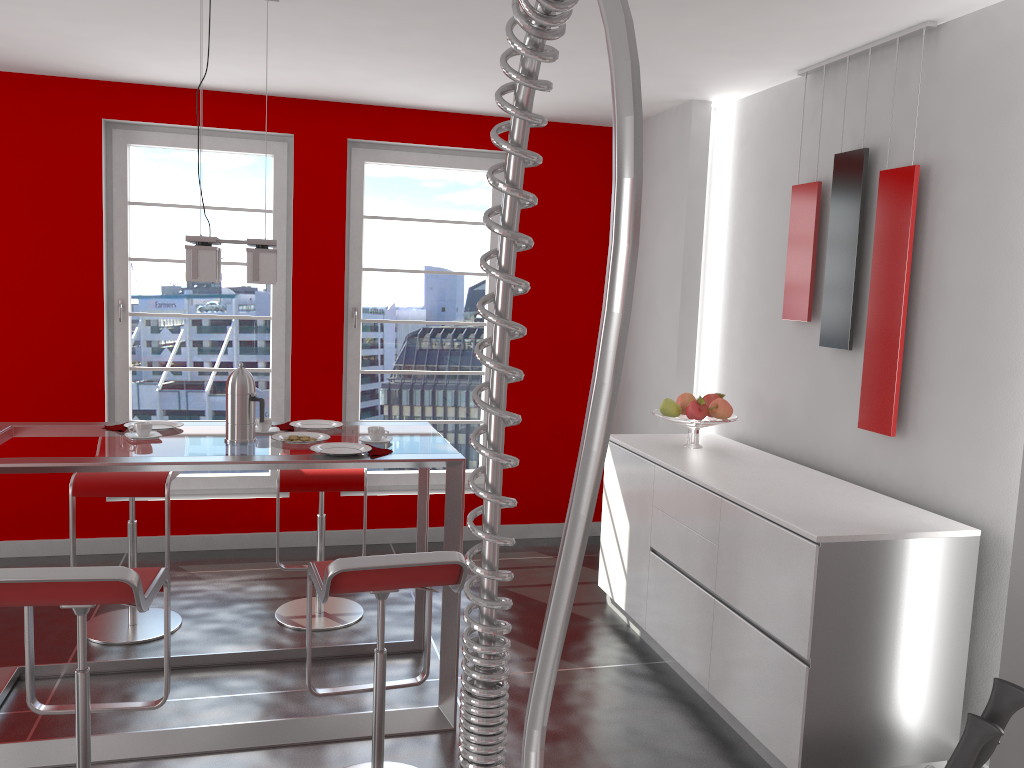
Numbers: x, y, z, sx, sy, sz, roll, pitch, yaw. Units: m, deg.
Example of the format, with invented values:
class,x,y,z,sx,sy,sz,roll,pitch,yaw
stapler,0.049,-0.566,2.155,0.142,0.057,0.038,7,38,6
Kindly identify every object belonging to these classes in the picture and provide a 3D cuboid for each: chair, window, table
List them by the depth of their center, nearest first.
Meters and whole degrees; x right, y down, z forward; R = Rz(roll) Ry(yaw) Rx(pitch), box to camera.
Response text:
class,x,y,z,sx,sy,sz,roll,pitch,yaw
chair,-1.205,0.863,2.475,0.418,0.857,0.460,1,7,-10
chair,-0.396,0.872,2.688,0.418,0.857,0.460,0,7,-20
table,-1.105,0.700,3.314,1.700,1.000,0.800,1,7,-15
chair,-1.702,0.670,3.991,0.418,0.857,0.460,1,7,-8
chair,-0.909,0.676,4.225,0.418,0.857,0.460,1,7,-13
window,-1.790,-0.390,5.118,0.938,2.038,0.117,1,7,-15
window,-0.535,-0.377,5.456,0.938,2.038,0.117,1,7,-15

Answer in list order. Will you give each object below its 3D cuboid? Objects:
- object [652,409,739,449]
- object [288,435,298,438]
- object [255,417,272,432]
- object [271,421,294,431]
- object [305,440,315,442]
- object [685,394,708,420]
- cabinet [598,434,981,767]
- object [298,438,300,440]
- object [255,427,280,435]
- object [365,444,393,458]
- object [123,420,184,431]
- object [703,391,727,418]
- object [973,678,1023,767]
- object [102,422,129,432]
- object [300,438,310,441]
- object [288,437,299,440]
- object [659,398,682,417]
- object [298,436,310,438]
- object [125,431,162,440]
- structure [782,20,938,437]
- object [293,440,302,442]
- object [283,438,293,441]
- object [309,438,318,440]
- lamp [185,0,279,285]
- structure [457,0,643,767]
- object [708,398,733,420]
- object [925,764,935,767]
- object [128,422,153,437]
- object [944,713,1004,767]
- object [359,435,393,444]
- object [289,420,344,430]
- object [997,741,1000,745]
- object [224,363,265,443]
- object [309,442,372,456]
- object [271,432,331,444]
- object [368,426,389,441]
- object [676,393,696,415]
class,x,y,z,sx,sy,sz,roll,pitch,yaw
object,0.857,0.220,4.178,0.398,0.159,0.398,7,8,34
object,-0.817,0.196,3.313,0.034,0.006,0.036,2,6,-3
object,-0.965,0.157,3.431,0.078,0.049,0.062,5,7,25
object,-0.927,0.169,3.563,0.095,0.012,0.234,0,7,-16
object,-0.746,0.210,3.270,0.036,0.006,0.034,1,7,-15
object,0.843,0.107,4.075,0.097,0.133,0.117,-1,7,-26
cabinet,0.981,0.800,3.718,0.610,0.880,1.802,1,7,-15
object,-0.787,0.206,3.287,0.036,0.006,0.034,3,6,2
object,-0.959,0.182,3.431,0.119,0.016,0.119,0,7,-18
object,-0.466,0.236,3.144,0.095,0.012,0.234,1,7,-15
object,-1.385,0.164,3.429,0.217,0.015,0.217,3,7,9
object,0.952,0.093,4.225,0.117,0.129,0.150,6,8,32
object,0.498,0.476,1.009,0.014,0.322,0.150,-4,9,-44
object,-1.520,0.164,3.396,0.095,0.012,0.234,0,7,-16
object,-0.764,0.203,3.268,0.034,0.006,0.036,-1,7,-27
object,-0.806,0.201,3.273,0.036,0.006,0.034,3,7,8
object,0.745,0.112,4.159,0.100,0.086,0.083,7,8,34
object,-0.776,0.198,3.309,0.036,0.006,0.034,5,7,22
object,-1.339,0.190,3.222,0.119,0.016,0.119,-2,8,-35
structure,1.359,-0.596,3.627,0.040,1.503,0.820,1,7,-15
object,-0.787,0.210,3.251,0.036,0.006,0.034,1,7,-16
object,-0.825,0.206,3.275,0.034,0.006,0.036,3,7,6
object,-0.746,0.206,3.307,0.036,0.006,0.034,-2,8,-31
lamp,-0.987,-0.876,3.148,0.304,1.025,0.304,1,7,-15
structure,0.034,0.211,0.583,0.178,0.920,0.308,6,7,28
object,0.972,0.116,4.100,0.121,0.101,0.097,-2,8,-36
object,0.477,0.549,1.039,0.091,0.178,0.137,-3,9,-42
object,-1.345,0.166,3.220,0.078,0.049,0.062,3,7,7
object,0.471,0.492,0.999,0.012,0.279,0.130,-4,9,-44
object,-0.511,0.212,3.330,0.119,0.016,0.119,3,7,5
object,-0.792,0.169,3.596,0.217,0.015,0.217,-3,8,-39
object,0.511,0.488,1.035,0.009,0.197,0.091,-4,9,-44
object,-0.975,0.065,3.243,0.149,0.287,0.113,2,7,-7
object,-0.600,0.232,3.114,0.217,0.015,0.217,5,7,21
object,-0.785,0.203,3.298,0.217,0.015,0.217,5,7,22
object,-0.503,0.188,3.329,0.078,0.049,0.062,1,7,-15
object,0.839,0.095,4.272,0.096,0.105,0.117,4,7,14
